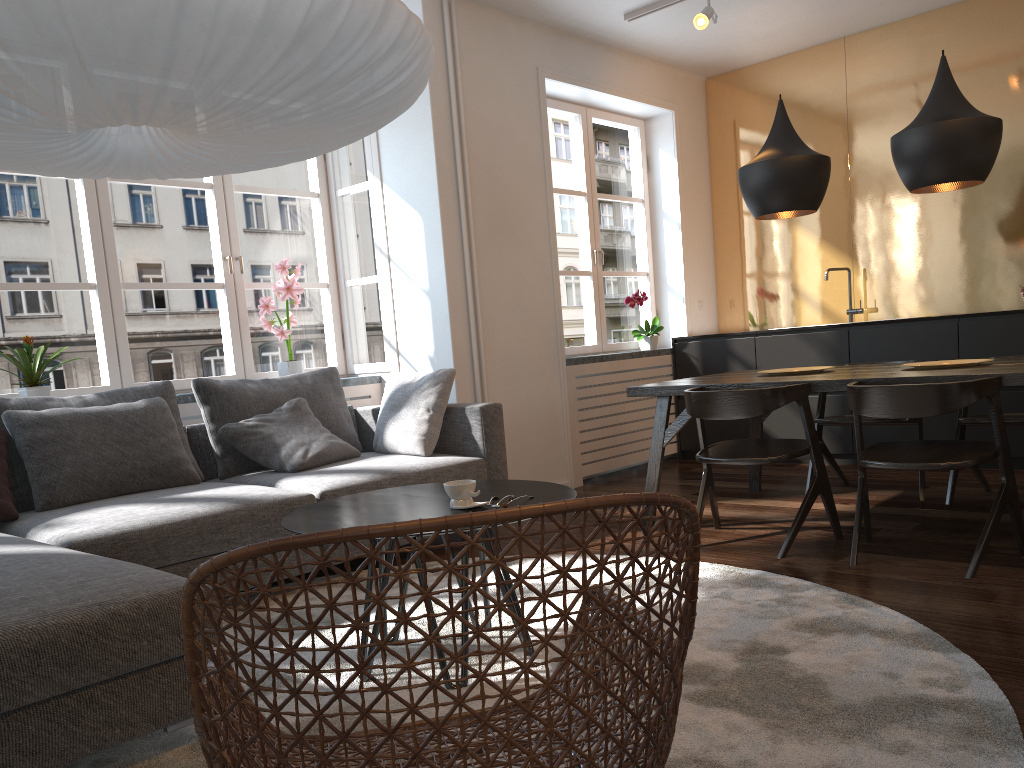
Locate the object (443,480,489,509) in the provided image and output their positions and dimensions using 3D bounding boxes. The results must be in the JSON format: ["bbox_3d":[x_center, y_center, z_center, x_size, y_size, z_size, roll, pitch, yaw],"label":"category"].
[{"bbox_3d":[-0.130,0.309,2.456,0.091,0.069,0.139,-7,4,-35],"label":"object"}]

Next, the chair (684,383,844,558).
[{"bbox_3d":[1.012,0.341,3.719,0.593,0.676,0.516,-1,6,41],"label":"chair"}]

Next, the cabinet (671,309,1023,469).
[{"bbox_3d":[3.278,0.003,4.919,5.065,0.906,0.728,-2,5,43],"label":"cabinet"}]

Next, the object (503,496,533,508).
[{"bbox_3d":[0.019,0.324,2.469,0.015,0.015,0.166,-2,3,30],"label":"object"}]

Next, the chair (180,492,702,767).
[{"bbox_3d":[-0.104,0.493,1.368,0.717,0.715,0.682,-6,5,-15],"label":"chair"}]

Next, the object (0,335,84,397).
[{"bbox_3d":[-2.127,-0.058,3.980,0.323,0.331,0.373,-3,4,18],"label":"object"}]

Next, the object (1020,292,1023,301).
[{"bbox_3d":[2.972,-0.476,4.951,0.219,0.097,0.217,-5,3,0],"label":"object"}]

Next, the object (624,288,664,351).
[{"bbox_3d":[0.940,-0.456,6.225,0.230,0.440,0.403,-3,5,19],"label":"object"}]

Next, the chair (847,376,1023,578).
[{"bbox_3d":[1.517,0.318,3.260,0.593,0.676,0.516,0,7,43],"label":"chair"}]

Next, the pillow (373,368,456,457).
[{"bbox_3d":[-0.520,0.143,4.366,0.494,0.417,0.284,-1,6,42],"label":"pillow"}]

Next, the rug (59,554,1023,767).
[{"bbox_3d":[-0.214,0.823,2.460,2.841,0.012,2.817,-4,2,23],"label":"rug"}]

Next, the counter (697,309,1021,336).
[{"bbox_3d":[3.242,-0.445,4.869,5.062,0.002,0.727,-3,3,43],"label":"counter"}]

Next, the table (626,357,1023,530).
[{"bbox_3d":[1.845,0.268,3.726,2.501,0.684,1.099,-2,4,43],"label":"table"}]

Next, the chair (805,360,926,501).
[{"bbox_3d":[1.884,0.234,4.626,0.593,0.676,0.516,-1,6,39],"label":"chair"}]

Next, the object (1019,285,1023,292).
[{"bbox_3d":[2.968,-0.514,4.929,0.239,0.174,0.176,-3,5,28],"label":"object"}]

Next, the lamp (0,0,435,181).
[{"bbox_3d":[-0.910,-0.664,2.103,1.468,0.211,1.463,-5,2,-10],"label":"lamp"}]

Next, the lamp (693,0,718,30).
[{"bbox_3d":[1.045,-2.019,4.785,0.085,0.241,0.249,-1,5,30],"label":"lamp"}]

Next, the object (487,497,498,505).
[{"bbox_3d":[-0.057,0.330,2.527,0.026,0.010,0.123,-4,2,9],"label":"object"}]

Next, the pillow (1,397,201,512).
[{"bbox_3d":[-1.660,0.271,3.621,0.292,0.400,0.662,0,6,43],"label":"pillow"}]

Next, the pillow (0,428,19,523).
[{"bbox_3d":[-2.048,0.320,3.168,0.311,0.406,0.518,0,6,45],"label":"pillow"}]

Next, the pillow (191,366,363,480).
[{"bbox_3d":[-1.133,0.174,4.381,0.275,0.480,0.831,0,6,43],"label":"pillow"}]

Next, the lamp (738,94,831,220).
[{"bbox_3d":[1.247,-1.052,4.069,0.410,0.545,0.409,-6,5,-14],"label":"lamp"}]

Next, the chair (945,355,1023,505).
[{"bbox_3d":[2.387,0.213,4.123,0.593,0.676,0.516,-1,6,41],"label":"chair"}]

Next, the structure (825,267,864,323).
[{"bbox_3d":[2.228,-0.588,5.924,0.264,0.388,0.109,-8,7,-31],"label":"structure"}]

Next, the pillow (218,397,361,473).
[{"bbox_3d":[-1.033,0.235,4.137,0.444,0.323,0.488,-3,4,25],"label":"pillow"}]

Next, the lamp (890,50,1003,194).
[{"bbox_3d":[1.759,-1.075,3.594,0.411,0.545,0.407,-3,5,19],"label":"lamp"}]

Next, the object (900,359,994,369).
[{"bbox_3d":[1.831,-0.083,3.726,0.356,0.017,0.353,-4,2,24],"label":"object"}]

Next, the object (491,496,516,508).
[{"bbox_3d":[-0.021,0.326,2.482,0.025,0.016,0.162,-4,3,18],"label":"object"}]

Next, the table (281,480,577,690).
[{"bbox_3d":[-0.216,0.584,2.593,0.847,0.476,0.842,-1,5,45],"label":"table"}]

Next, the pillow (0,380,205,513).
[{"bbox_3d":[-1.757,0.249,3.725,0.277,0.478,0.834,0,6,43],"label":"pillow"}]

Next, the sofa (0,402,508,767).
[{"bbox_3d":[-1.054,0.530,3.204,2.040,0.676,3.048,-2,3,43],"label":"sofa"}]

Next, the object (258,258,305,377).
[{"bbox_3d":[-1.266,-0.347,4.918,0.298,0.696,0.199,-2,7,22],"label":"object"}]

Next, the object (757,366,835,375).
[{"bbox_3d":[1.340,-0.061,4.179,0.354,0.017,0.356,-7,3,-44],"label":"object"}]
